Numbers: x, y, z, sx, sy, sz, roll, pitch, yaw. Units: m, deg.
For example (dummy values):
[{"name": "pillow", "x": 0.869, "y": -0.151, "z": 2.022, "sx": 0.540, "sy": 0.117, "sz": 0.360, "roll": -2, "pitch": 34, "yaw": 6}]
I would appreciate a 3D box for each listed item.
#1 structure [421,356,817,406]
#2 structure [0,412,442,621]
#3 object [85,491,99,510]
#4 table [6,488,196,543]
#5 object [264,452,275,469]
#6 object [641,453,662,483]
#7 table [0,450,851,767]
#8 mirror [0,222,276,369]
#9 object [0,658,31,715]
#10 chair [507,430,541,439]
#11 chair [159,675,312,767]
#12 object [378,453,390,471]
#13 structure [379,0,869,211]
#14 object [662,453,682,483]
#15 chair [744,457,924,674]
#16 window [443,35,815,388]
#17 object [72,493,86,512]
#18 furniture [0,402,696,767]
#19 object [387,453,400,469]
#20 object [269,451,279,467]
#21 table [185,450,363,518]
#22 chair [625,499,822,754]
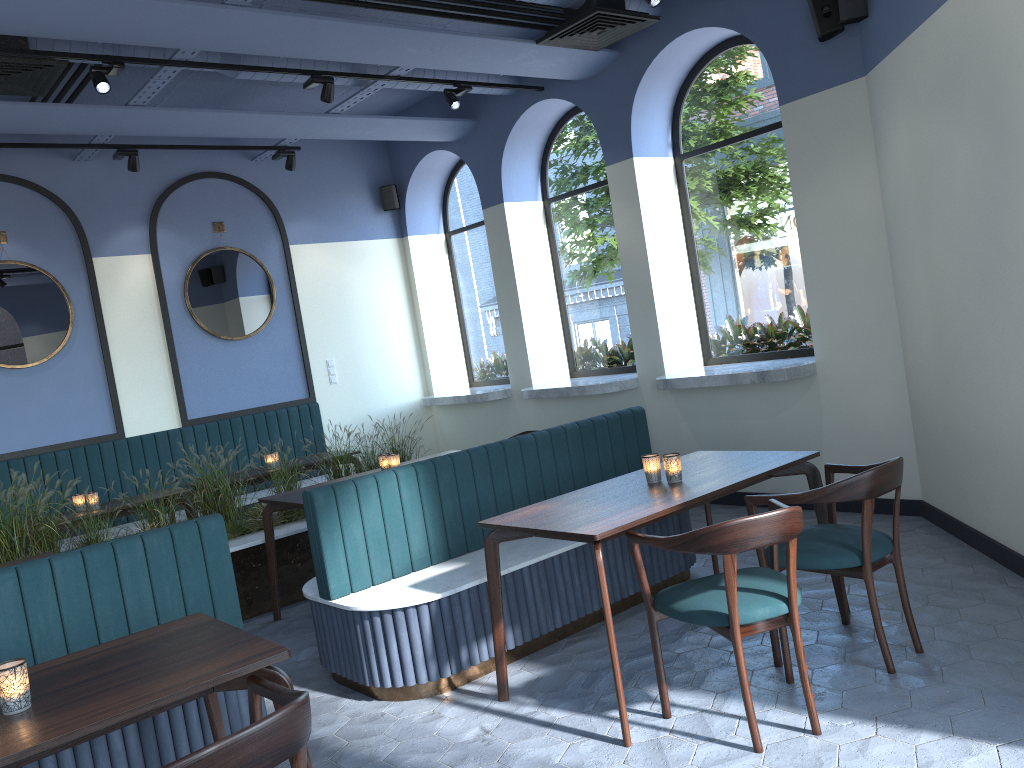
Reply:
[{"name": "structure", "x": -0.149, "y": 0.433, "z": 2.351, "sx": 4.315, "sy": 0.080, "sz": 14.155, "roll": -8, "pitch": 3, "yaw": 12}, {"name": "structure", "x": -2.392, "y": 0.976, "z": 5.559, "sx": 4.878, "sy": 1.207, "sz": 1.143, "roll": -11, "pitch": 4, "yaw": -37}, {"name": "object", "x": -2.919, "y": 0.813, "z": 6.177, "sx": 0.078, "sy": 0.120, "sz": 0.078, "roll": -7, "pitch": 4, "yaw": 34}, {"name": "table", "x": -2.891, "y": 1.250, "z": 6.192, "sx": 1.332, "sy": 0.755, "sz": 0.548, "roll": -12, "pitch": 4, "yaw": -39}, {"name": "object", "x": -1.904, "y": 0.606, "z": 6.978, "sx": 0.078, "sy": 0.120, "sz": 0.078, "roll": -7, "pitch": 4, "yaw": 34}, {"name": "object", "x": 0.618, "y": 0.372, "z": 3.905, "sx": 0.078, "sy": 0.120, "sz": 0.078, "roll": -10, "pitch": 3, "yaw": -22}, {"name": "table", "x": -2.409, "y": 1.414, "z": 1.842, "sx": 3.997, "sy": 0.755, "sz": 9.778, "roll": -7, "pitch": 4, "yaw": 35}, {"name": "mirror", "x": -3.921, "y": -0.668, "z": 7.011, "sx": 4.357, "sy": 1.089, "sz": 0.026, "roll": -12, "pitch": 4, "yaw": -39}, {"name": "object", "x": -1.258, "y": 0.764, "z": 2.236, "sx": 0.078, "sy": 0.120, "sz": 0.078, "roll": -7, "pitch": 4, "yaw": 34}, {"name": "chair", "x": 0.041, "y": 0.762, "z": 6.217, "sx": 0.525, "sy": 0.793, "sz": 0.618, "roll": -12, "pitch": 4, "yaw": -39}, {"name": "chair", "x": -0.657, "y": 1.107, "z": 2.001, "sx": 0.525, "sy": 0.793, "sz": 0.618, "roll": -7, "pitch": 4, "yaw": 37}, {"name": "object", "x": -0.801, "y": 0.504, "z": 5.618, "sx": 0.078, "sy": 0.120, "sz": 0.078, "roll": -10, "pitch": 3, "yaw": -22}, {"name": "structure", "x": -3.649, "y": -1.204, "z": 3.050, "sx": 7.261, "sy": 0.268, "sz": 13.143, "roll": -7, "pitch": 4, "yaw": 34}, {"name": "object", "x": 0.696, "y": 0.363, "z": 3.834, "sx": 0.078, "sy": 0.120, "sz": 0.078, "roll": -10, "pitch": 3, "yaw": -22}, {"name": "chair", "x": 1.338, "y": 0.700, "z": 3.580, "sx": 0.618, "sy": 0.793, "sz": 0.525, "roll": -12, "pitch": 4, "yaw": -39}, {"name": "window", "x": -0.126, "y": -0.810, "z": 2.256, "sx": 3.897, "sy": 2.394, "sz": 14.212, "roll": -8, "pitch": 3, "yaw": 12}, {"name": "object", "x": -3.016, "y": 0.828, "z": 6.182, "sx": 0.078, "sy": 0.120, "sz": 0.078, "roll": -7, "pitch": 4, "yaw": 34}, {"name": "furniture", "x": -2.175, "y": 0.985, "z": 5.296, "sx": 4.800, "sy": 1.150, "sz": 4.703, "roll": -12, "pitch": 4, "yaw": -39}, {"name": "object", "x": -0.736, "y": 0.498, "z": 5.545, "sx": 0.078, "sy": 0.120, "sz": 0.078, "roll": -10, "pitch": 3, "yaw": -22}, {"name": "object", "x": -1.899, "y": 0.600, "z": 7.076, "sx": 0.078, "sy": 0.120, "sz": 0.078, "roll": -7, "pitch": 4, "yaw": 34}, {"name": "table", "x": -1.822, "y": 1.031, "z": 7.069, "sx": 1.332, "sy": 0.755, "sz": 0.548, "roll": -12, "pitch": 4, "yaw": -39}, {"name": "chair", "x": 0.814, "y": 0.808, "z": 3.150, "sx": 0.618, "sy": 0.793, "sz": 0.525, "roll": -10, "pitch": 3, "yaw": -15}]
